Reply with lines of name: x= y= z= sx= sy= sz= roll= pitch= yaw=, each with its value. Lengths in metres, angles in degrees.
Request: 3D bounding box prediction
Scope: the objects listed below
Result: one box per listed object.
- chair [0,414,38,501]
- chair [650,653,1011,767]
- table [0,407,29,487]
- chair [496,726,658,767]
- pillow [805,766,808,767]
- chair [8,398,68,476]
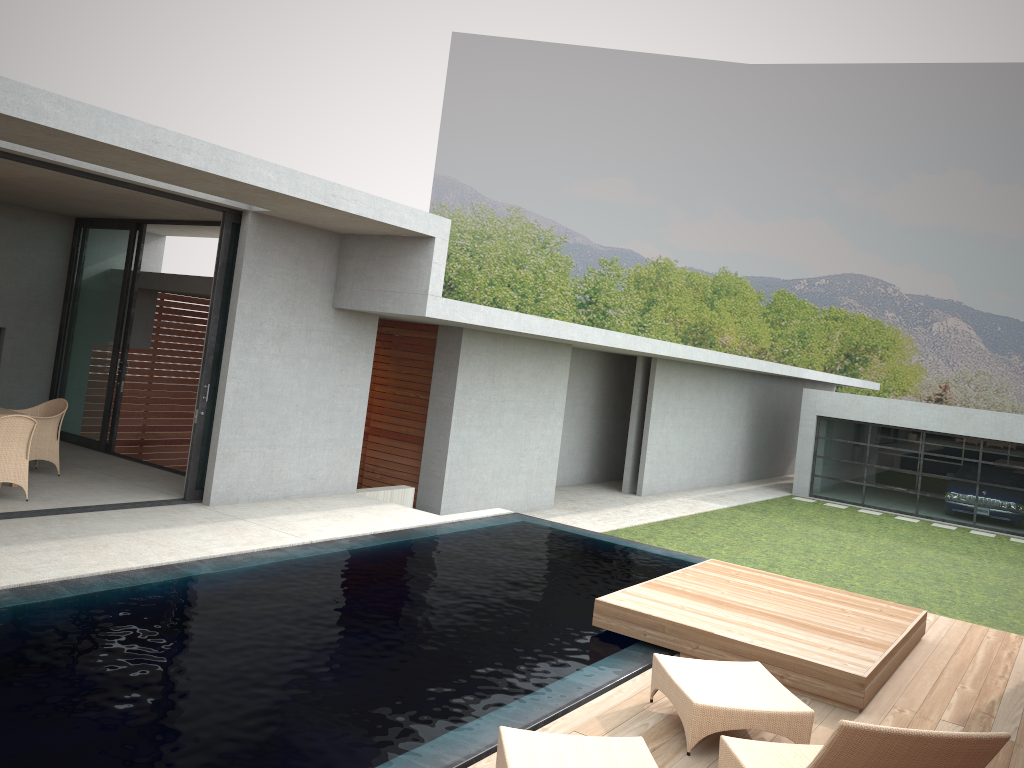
chair: x=-5.065 y=0.686 z=8.657 sx=0.632 sy=0.866 sz=0.613 roll=6 pitch=-1 yaw=34
chair: x=1.389 y=1.664 z=4.462 sx=0.699 sy=0.829 sz=2.294 roll=7 pitch=1 yaw=-8
table: x=-6.582 y=0.564 z=8.336 sx=1.285 sy=0.759 sz=3.239 roll=7 pitch=2 yaw=34
chair: x=0.426 y=1.593 z=3.096 sx=0.699 sy=0.829 sz=2.294 roll=7 pitch=1 yaw=-7
pillow: x=1.502 y=1.632 z=3.707 sx=0.607 sy=0.429 sz=0.427 roll=7 pitch=0 yaw=-8
chair: x=-5.481 y=0.587 z=10.077 sx=0.620 sy=0.866 sz=0.626 roll=6 pitch=-1 yaw=34
